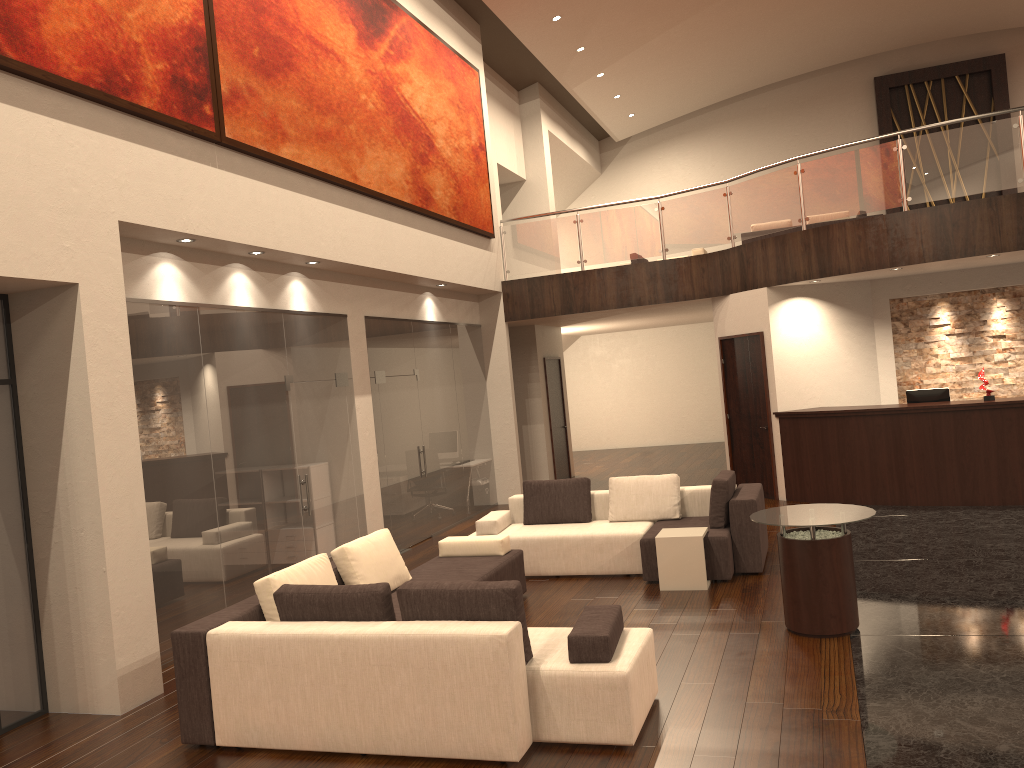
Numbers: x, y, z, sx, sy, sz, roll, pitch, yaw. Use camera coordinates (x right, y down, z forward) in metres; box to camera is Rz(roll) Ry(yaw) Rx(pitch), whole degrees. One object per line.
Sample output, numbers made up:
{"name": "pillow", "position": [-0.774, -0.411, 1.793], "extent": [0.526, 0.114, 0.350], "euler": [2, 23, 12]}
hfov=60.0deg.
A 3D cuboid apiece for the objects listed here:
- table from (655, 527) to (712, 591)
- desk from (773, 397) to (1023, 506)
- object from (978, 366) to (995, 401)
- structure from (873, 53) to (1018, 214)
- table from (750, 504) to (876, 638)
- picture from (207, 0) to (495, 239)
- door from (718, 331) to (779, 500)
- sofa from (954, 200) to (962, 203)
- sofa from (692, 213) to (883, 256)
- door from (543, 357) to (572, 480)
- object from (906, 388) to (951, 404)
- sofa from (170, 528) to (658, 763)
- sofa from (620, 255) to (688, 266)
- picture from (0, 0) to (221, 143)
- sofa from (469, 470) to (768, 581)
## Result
{"name": "table", "position": [1.496, 1.515, 7.702], "extent": [0.400, 0.460, 0.400], "euler": [-5, 0, 19]}
{"name": "desk", "position": [6.726, 0.647, 10.154], "extent": [7.146, 1.171, 1.674], "euler": [-5, 0, 20]}
{"name": "object", "position": [5.409, -0.005, 10.107], "extent": [0.163, 0.390, 0.165], "euler": [-5, 0, 27]}
{"name": "structure", "position": [9.219, -4.618, 18.815], "extent": [2.524, 4.236, 0.187], "euler": [-5, 0, 19]}
{"name": "table", "position": [2.113, 1.296, 6.146], "extent": [0.844, 0.795, 0.833], "euler": [-6, 0, -32]}
{"name": "picture", "position": [-1.446, -3.319, 10.211], "extent": [0.070, 2.526, 6.485], "euler": [-5, 0, 19]}
{"name": "door", "position": [3.234, 0.432, 12.132], "extent": [0.104, 2.232, 0.990], "euler": [-6, 0, -21]}
{"name": "sofa", "position": [8.422, -2.830, 16.189], "extent": [1.291, 0.862, 2.846], "euler": [-5, 0, 19]}
{"name": "sofa", "position": [5.103, -2.520, 16.668], "extent": [3.366, 0.862, 2.586], "euler": [-5, 0, 19]}
{"name": "door", "position": [0.803, 0.638, 15.818], "extent": [0.104, 2.232, 0.990], "euler": [-5, 0, 19]}
{"name": "object", "position": [5.076, 0.302, 10.794], "extent": [0.483, 0.485, 0.189], "euler": [-5, 0, 34]}
{"name": "sofa", "position": [-0.178, 1.479, 6.206], "extent": [2.586, 0.862, 3.366], "euler": [-5, 0, 19]}
{"name": "sofa", "position": [4.074, -2.436, 18.605], "extent": [3.366, 0.862, 2.586], "euler": [-5, 0, 19]}
{"name": "picture", "position": [-3.216, -3.119, 4.994], "extent": [0.070, 2.526, 4.515], "euler": [-5, 0, 19]}
{"name": "sofa", "position": [0.950, 1.358, 8.576], "extent": [2.846, 0.862, 1.291], "euler": [-5, 0, 19]}
